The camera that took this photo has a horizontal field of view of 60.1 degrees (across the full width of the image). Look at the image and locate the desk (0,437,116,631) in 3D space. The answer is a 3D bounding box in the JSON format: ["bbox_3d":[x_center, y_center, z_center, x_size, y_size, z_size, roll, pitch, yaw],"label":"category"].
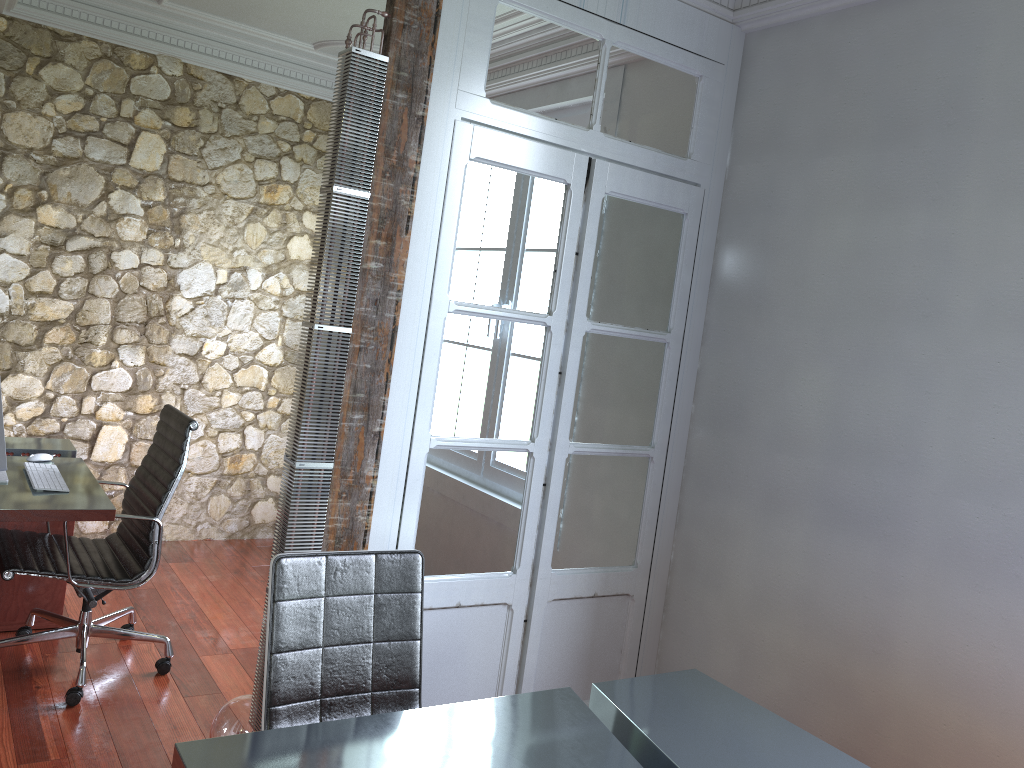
[{"bbox_3d":[-2.826,0.616,2.957,2.500,0.727,1.307,5,4,-34],"label":"desk"}]

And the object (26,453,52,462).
[{"bbox_3d":[-1.954,0.303,3.661,0.059,0.028,0.106,10,4,25],"label":"object"}]

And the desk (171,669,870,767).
[{"bbox_3d":[0.350,1.206,1.443,1.441,0.653,1.721,6,4,-34],"label":"desk"}]

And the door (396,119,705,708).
[{"bbox_3d":[0.116,0.288,3.055,1.156,2.179,0.041,7,1,-34],"label":"door"}]

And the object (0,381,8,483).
[{"bbox_3d":[-1.949,0.103,3.279,0.189,0.484,0.486,7,3,-34],"label":"object"}]

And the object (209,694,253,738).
[{"bbox_3d":[-0.839,1.165,2.779,0.236,0.383,0.219,9,2,34],"label":"object"}]

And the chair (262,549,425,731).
[{"bbox_3d":[-0.334,0.934,2.106,0.473,0.918,0.604,7,2,-34],"label":"chair"}]

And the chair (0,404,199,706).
[{"bbox_3d":[-1.638,0.602,3.440,0.697,1.022,0.668,7,2,-30],"label":"chair"}]

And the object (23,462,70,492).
[{"bbox_3d":[-1.783,0.353,3.384,0.118,0.017,0.441,5,5,-34],"label":"object"}]

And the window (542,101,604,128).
[{"bbox_3d":[-0.029,-0.440,4.691,0.127,1.982,1.535,7,2,-34],"label":"window"}]
